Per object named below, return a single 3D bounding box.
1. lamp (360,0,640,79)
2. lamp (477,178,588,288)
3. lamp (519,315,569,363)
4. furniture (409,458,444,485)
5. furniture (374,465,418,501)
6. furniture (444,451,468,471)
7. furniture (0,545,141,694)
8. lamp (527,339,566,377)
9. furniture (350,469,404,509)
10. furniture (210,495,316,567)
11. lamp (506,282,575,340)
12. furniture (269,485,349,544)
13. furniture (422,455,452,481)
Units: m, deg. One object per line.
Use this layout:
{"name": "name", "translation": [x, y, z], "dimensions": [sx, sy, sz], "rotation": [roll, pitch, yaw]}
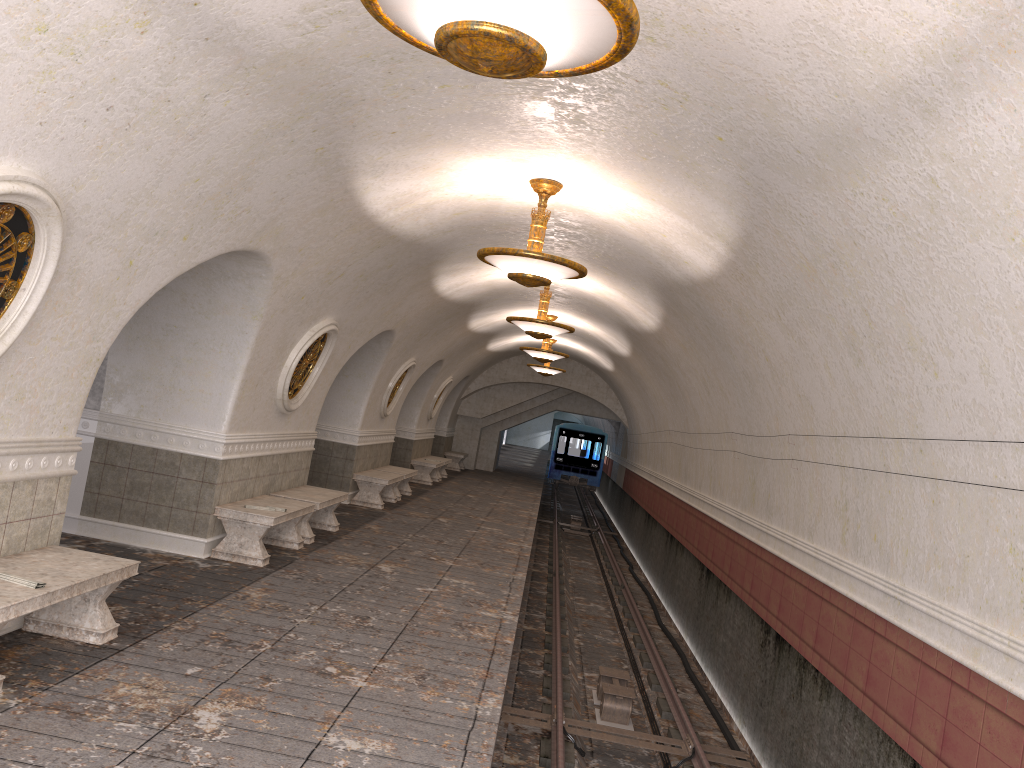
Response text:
{"name": "lamp", "translation": [-0.006, -1.566, 3.137], "dimensions": [1.008, 0.955, 1.008], "rotation": [10, -2, -13]}
{"name": "lamp", "translation": [0.226, -1.337, 7.989], "dimensions": [1.008, 0.955, 1.008], "rotation": [10, -2, -13]}
{"name": "lamp", "translation": [0.686, -0.883, 17.625], "dimensions": [1.008, 0.955, 1.008], "rotation": [9, -2, 19]}
{"name": "furniture", "translation": [-2.067, 2.107, 21.416], "dimensions": [0.613, 0.508, 1.509], "rotation": [10, -2, 3]}
{"name": "furniture", "translation": [-2.271, 1.906, 17.145], "dimensions": [0.613, 0.508, 1.509], "rotation": [10, -2, 3]}
{"name": "furniture", "translation": [-1.767, 2.404, 27.704], "dimensions": [0.613, 0.508, 1.509], "rotation": [10, -2, 3]}
{"name": "furniture", "translation": [-2.844, 1.339, 5.142], "dimensions": [0.613, 0.508, 1.509], "rotation": [10, -2, 3]}
{"name": "lamp", "translation": [0.916, -0.655, 22.444], "dimensions": [1.008, 0.955, 1.008], "rotation": [12, -3, -41]}
{"name": "furniture", "translation": [-2.351, 1.826, 15.467], "dimensions": [0.613, 0.508, 1.509], "rotation": [10, -2, 3]}
{"name": "furniture", "translation": [-2.638, 1.543, 9.460], "dimensions": [0.613, 0.508, 1.509], "rotation": [10, -2, 3]}
{"name": "lamp", "translation": [0.456, -1.110, 12.808], "dimensions": [1.008, 0.955, 1.008], "rotation": [9, -2, 19]}
{"name": "furniture", "translation": [-2.558, 1.622, 11.137], "dimensions": [0.613, 0.508, 1.509], "rotation": [10, -2, 3]}
{"name": "furniture", "translation": [-1.987, 2.186, 23.094], "dimensions": [0.613, 0.508, 1.509], "rotation": [10, -2, 3]}
